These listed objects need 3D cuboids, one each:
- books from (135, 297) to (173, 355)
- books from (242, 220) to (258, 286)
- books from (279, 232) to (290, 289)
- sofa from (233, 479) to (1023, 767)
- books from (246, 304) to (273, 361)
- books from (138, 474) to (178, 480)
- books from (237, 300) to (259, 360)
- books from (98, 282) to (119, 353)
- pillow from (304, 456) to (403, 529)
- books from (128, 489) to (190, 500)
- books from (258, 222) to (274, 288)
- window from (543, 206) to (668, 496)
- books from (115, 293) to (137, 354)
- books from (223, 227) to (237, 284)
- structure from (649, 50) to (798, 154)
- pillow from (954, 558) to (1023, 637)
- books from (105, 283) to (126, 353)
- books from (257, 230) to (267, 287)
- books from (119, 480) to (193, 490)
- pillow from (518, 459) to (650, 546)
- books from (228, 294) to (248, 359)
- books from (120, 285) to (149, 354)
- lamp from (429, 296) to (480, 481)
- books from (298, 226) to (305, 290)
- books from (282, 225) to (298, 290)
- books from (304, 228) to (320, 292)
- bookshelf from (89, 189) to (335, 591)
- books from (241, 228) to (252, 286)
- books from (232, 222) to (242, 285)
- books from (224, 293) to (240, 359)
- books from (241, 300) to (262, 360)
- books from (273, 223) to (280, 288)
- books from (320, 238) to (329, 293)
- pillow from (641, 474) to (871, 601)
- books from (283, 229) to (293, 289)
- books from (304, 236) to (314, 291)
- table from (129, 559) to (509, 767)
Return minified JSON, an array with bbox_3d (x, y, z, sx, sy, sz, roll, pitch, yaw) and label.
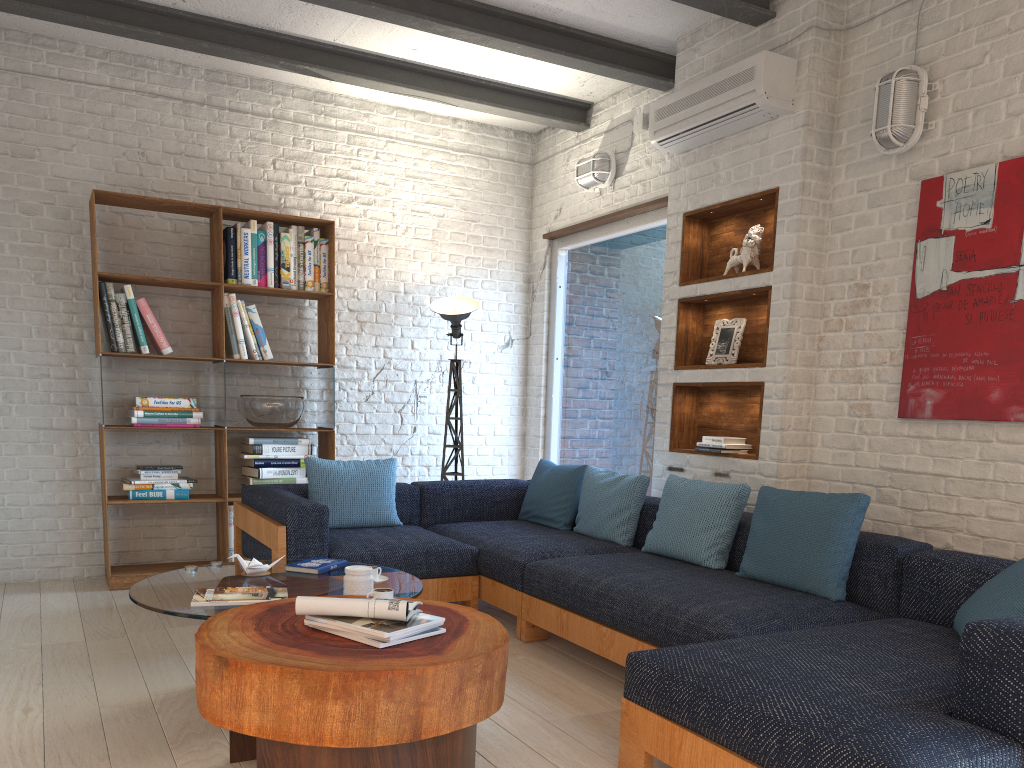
[{"bbox_3d":[-2.094,-0.325,5.067,0.194,0.324,0.250,-2,6,-28],"label":"books"},{"bbox_3d":[-1.575,-0.767,5.239,0.036,0.390,0.240,-3,8,-29],"label":"books"},{"bbox_3d":[-1.415,-0.732,5.318,0.055,0.335,0.250,-3,7,-29],"label":"books"},{"bbox_3d":[0.284,0.893,3.697,2.078,0.670,3.902,2,-1,-29],"label":"sofa"},{"bbox_3d":[-1.567,-0.306,5.322,0.158,0.335,0.250,-2,6,-28],"label":"books"},{"bbox_3d":[-2.112,0.547,5.202,0.206,0.034,0.131,2,-1,-28],"label":"books"},{"bbox_3d":[-1.631,-0.318,5.292,0.124,0.355,0.267,-2,7,-29],"label":"books"},{"bbox_3d":[-2.292,-0.368,4.933,0.091,0.391,0.240,-3,7,-29],"label":"books"},{"bbox_3d":[-0.884,0.610,4.878,0.555,0.416,0.219,1,6,-29],"label":"pillow"},{"bbox_3d":[-2.099,0.648,5.202,0.326,0.056,0.251,2,-1,-18],"label":"books"},{"bbox_3d":[-1.490,-0.763,5.279,0.036,0.390,0.240,-3,8,-29],"label":"books"},{"bbox_3d":[3.460,-1.951,0.793,0.645,6.502,12.181,-3,3,-29],"label":"window"},{"bbox_3d":[-2.228,-0.339,5.003,0.102,0.340,0.250,-3,7,-29],"label":"books"},{"bbox_3d":[-1.693,-0.744,5.197,0.055,0.335,0.250,-3,7,-29],"label":"books"},{"bbox_3d":[0.985,-1.331,4.191,0.200,0.223,0.805,-1,1,-29],"label":"structure"},{"bbox_3d":[1.554,0.665,2.599,0.375,0.333,0.559,3,2,22],"label":"pillow"},{"bbox_3d":[-2.263,-0.367,4.958,0.091,0.391,0.240,-3,7,-29],"label":"books"},{"bbox_3d":[-1.542,-0.737,5.278,0.055,0.335,0.250,-3,7,-29],"label":"books"},{"bbox_3d":[-2.119,0.600,5.192,0.379,0.037,0.241,3,-1,-28],"label":"books"},{"bbox_3d":[0.383,0.662,4.989,0.243,0.404,1.093,-2,2,-30],"label":"pillow"},{"bbox_3d":[-1.673,-0.337,5.255,0.103,0.390,0.240,-3,7,-29],"label":"books"},{"bbox_3d":[-2.163,-0.360,4.998,0.121,0.388,0.240,-3,7,-28],"label":"books"},{"bbox_3d":[-0.171,0.344,5.770,0.861,1.879,0.498,6,9,33],"label":"lamp"},{"bbox_3d":[-1.329,-0.756,5.376,0.036,0.390,0.240,-3,8,-29],"label":"books"},{"bbox_3d":[-1.368,-0.757,5.371,0.036,0.390,0.240,-3,8,-29],"label":"books"},{"bbox_3d":[-1.246,-0.752,5.421,0.036,0.390,0.240,-3,8,-29],"label":"books"},{"bbox_3d":[-1.767,0.100,5.270,1.315,2.242,0.358,-2,9,-28],"label":"bookshelf"},{"bbox_3d":[-1.615,-0.741,5.218,0.055,0.335,0.250,-3,7,-29],"label":"books"},{"bbox_3d":[-1.657,-0.757,5.212,0.020,0.365,0.267,-3,7,-29],"label":"books"},{"bbox_3d":[-1.717,-0.339,5.258,0.101,0.390,0.240,-3,7,-29],"label":"books"},{"bbox_3d":[-1.616,-0.317,5.310,0.124,0.355,0.267,-2,7,-29],"label":"books"},{"bbox_3d":[-1.462,-0.762,5.305,0.036,0.390,0.240,-3,8,-29],"label":"books"},{"bbox_3d":[-1.212,-0.722,5.463,0.055,0.335,0.250,-3,7,-29],"label":"books"},{"bbox_3d":[1.012,0.628,3.806,0.254,0.423,1.197,-2,1,-29],"label":"pillow"},{"bbox_3d":[-1.387,-0.745,5.347,0.020,0.365,0.267,-3,7,-29],"label":"books"},{"bbox_3d":[-1.286,-0.726,5.398,0.055,0.335,0.250,-3,7,-29],"label":"books"},{"bbox_3d":[-0.741,0.953,3.026,1.076,0.453,1.807,2,-1,-23],"label":"table"}]
